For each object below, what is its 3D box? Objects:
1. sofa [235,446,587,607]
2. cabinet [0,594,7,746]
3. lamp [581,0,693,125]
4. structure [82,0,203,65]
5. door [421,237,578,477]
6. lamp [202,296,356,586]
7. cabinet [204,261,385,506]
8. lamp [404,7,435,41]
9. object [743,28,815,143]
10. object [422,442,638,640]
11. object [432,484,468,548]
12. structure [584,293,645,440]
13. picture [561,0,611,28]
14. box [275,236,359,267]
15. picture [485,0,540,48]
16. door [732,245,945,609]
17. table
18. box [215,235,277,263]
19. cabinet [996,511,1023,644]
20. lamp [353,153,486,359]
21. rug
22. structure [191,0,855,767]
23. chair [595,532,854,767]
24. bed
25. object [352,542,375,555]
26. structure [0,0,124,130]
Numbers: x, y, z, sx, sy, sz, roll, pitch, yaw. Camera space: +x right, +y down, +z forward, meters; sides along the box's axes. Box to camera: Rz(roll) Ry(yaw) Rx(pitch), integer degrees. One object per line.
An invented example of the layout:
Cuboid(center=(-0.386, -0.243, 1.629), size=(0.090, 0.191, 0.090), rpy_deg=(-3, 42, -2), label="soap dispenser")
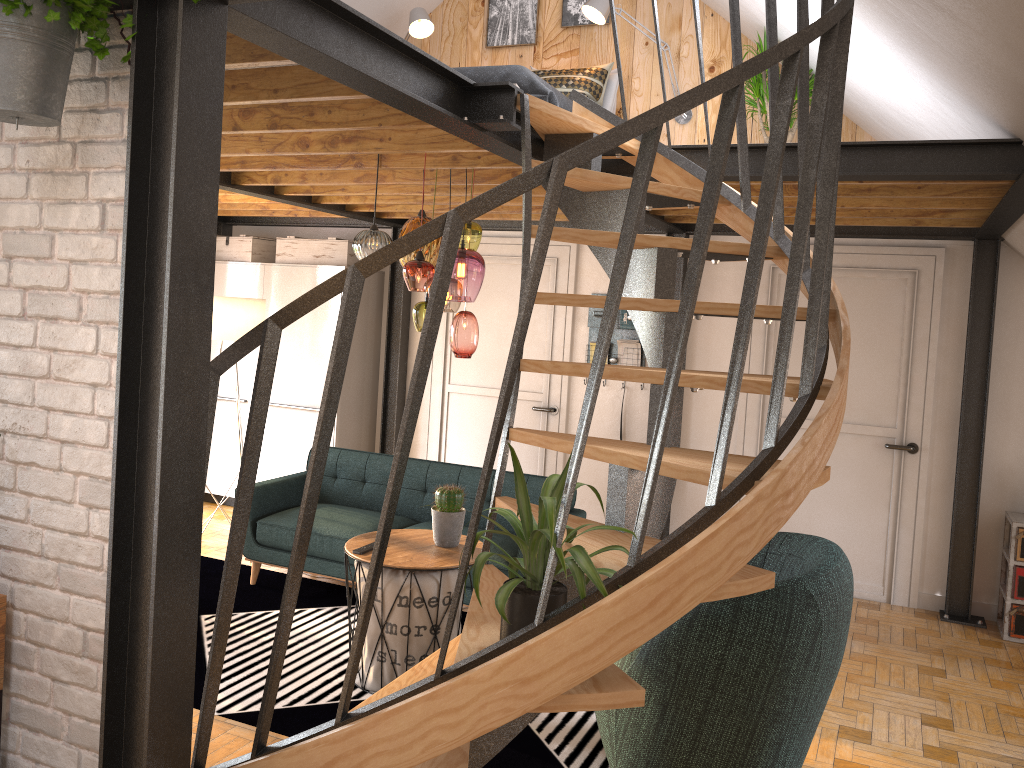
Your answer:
Cuboid(center=(-0.618, 0.875, 5.268), size=(1.976, 0.781, 0.825), rpy_deg=(5, 4, 23), label="sofa")
Cuboid(center=(-1.918, 0.945, 2.199), size=(1.266, 0.962, 0.456), rpy_deg=(5, 3, 23), label="cabinet")
Cuboid(center=(0.856, -2.240, 6.112), size=(0.850, 0.812, 0.195), rpy_deg=(2, 2, -20), label="lamp")
Cuboid(center=(-0.837, -1.633, 1.972), size=(1.306, 1.867, 0.458), rpy_deg=(5, 2, 20), label="structure")
Cuboid(center=(-0.143, 0.023, 6.816), size=(1.201, 2.297, 0.088), rpy_deg=(5, 2, 23), label="door")
Cuboid(center=(-1.149, 0.366, 5.386), size=(2.362, 1.716, 0.571), rpy_deg=(6, 3, 32), label="lamp")
Cuboid(center=(-1.871, 0.021, 7.391), size=(1.508, 1.999, 0.809), rpy_deg=(5, 3, 23), label="cabinet")
Cuboid(center=(-0.813, -2.400, 6.833), size=(0.194, 0.812, 0.852), rpy_deg=(3, 3, -23), label="lamp")
Cuboid(center=(1.645, -1.643, 5.534), size=(0.789, 1.046, 0.735), rpy_deg=(2, 3, -27), label="object")
Cuboid(center=(0.052, 0.367, 2.187), size=(0.528, 0.590, 0.458), rpy_deg=(4, 3, 11), label="object")
Cuboid(center=(-0.300, 0.616, 4.191), size=(0.190, 0.295, 0.173), rpy_deg=(3, 3, -3), label="object")
Cuboid(center=(0.736, -0.113, 6.425), size=(0.443, 1.075, 0.099), rpy_deg=(5, 2, 23), label="structure")
Cuboid(center=(0.551, -2.871, 6.470), size=(0.381, 0.506, 0.011), rpy_deg=(5, 2, 23), label="picture")
Cuboid(center=(-1.507, -1.049, 7.090), size=(0.642, 0.218, 0.376), rpy_deg=(5, 4, 18), label="box")
Cuboid(center=(0.008, -2.835, 6.706), size=(0.421, 0.553, 0.017), rpy_deg=(5, 2, 23), label="picture")
Cuboid(center=(2.102, 0.237, 5.840), size=(1.201, 2.297, 0.088), rpy_deg=(5, 2, 23), label="door")
Cuboid(center=(-0.455, 1.023, 4.141), size=(0.680, 0.685, 0.683), rpy_deg=(2, 4, -27), label="table")
Cuboid(center=(-2.250, -1.119, 7.394), size=(0.642, 0.218, 0.376), rpy_deg=(6, 5, 33), label="box")
Cuboid(center=(3.321, 1.172, 5.127), size=(0.835, 0.694, 0.379), rpy_deg=(5, 3, 23), label="cabinet")
Cuboid(center=(-0.417, -0.636, 4.238), size=(0.617, 1.012, 0.492), rpy_deg=(2, 3, -26), label="lamp")
Cuboid(center=(-0.883, 1.321, 4.416), size=(3.505, 0.010, 1.702), rpy_deg=(5, 5, 23), label="rug")
Cuboid(center=(0.202, -0.376, 2.803), size=(1.631, 3.812, 2.248), rpy_deg=(5, 3, 38), label="structure")
Cuboid(center=(0.754, 1.030, 3.277), size=(0.901, 0.962, 0.899), rpy_deg=(4, 3, 9), label="chair")
Cuboid(center=(-0.338, -1.771, 5.637), size=(2.124, 1.019, 2.291), rpy_deg=(5, 4, 23), label="bed")
Cuboid(center=(-0.652, 0.746, 4.042), size=(0.051, 0.013, 0.208), rpy_deg=(5, 5, 23), label="object")
Cuboid(center=(-1.051, -0.870, 1.887), size=(0.423, 0.651, 0.439), rpy_deg=(1, 3, -36), label="structure")
